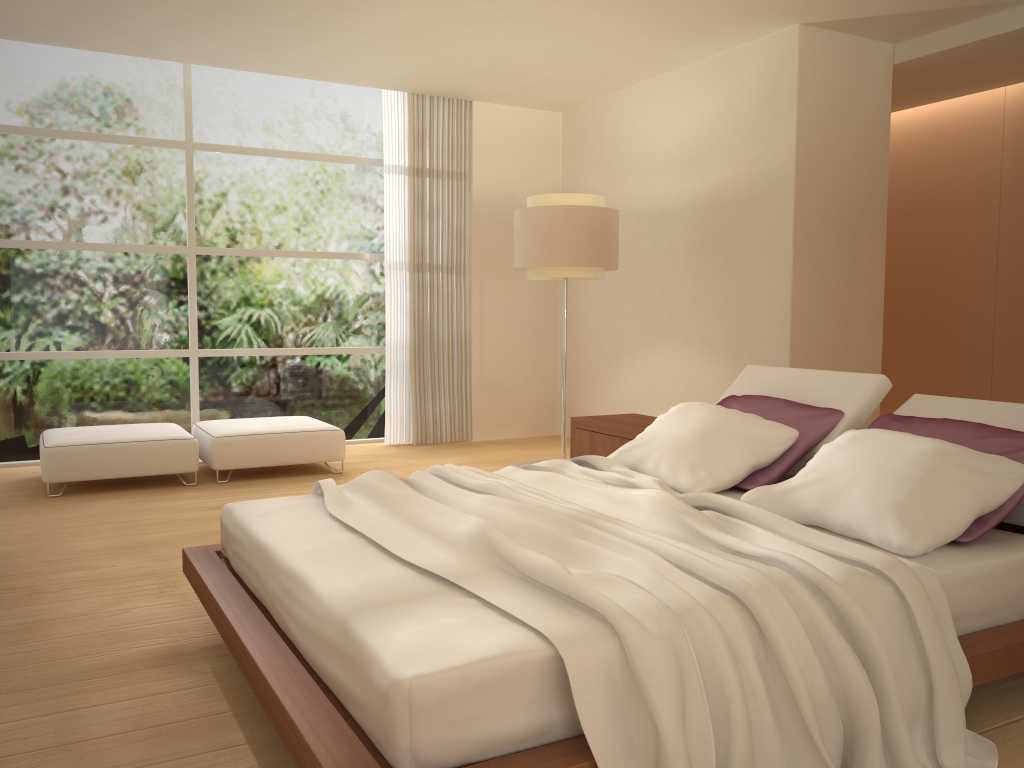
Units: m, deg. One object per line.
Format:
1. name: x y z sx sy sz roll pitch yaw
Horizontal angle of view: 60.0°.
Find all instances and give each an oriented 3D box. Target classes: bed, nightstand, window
1. bed: 0.360 0.654 3.087 2.535 0.570 2.599 -2 5 -28
2. nightstand: 1.581 0.617 3.809 0.493 0.539 4.220 -2 5 -28
3. window: -2.635 -1.096 7.277 4.781 3.371 0.071 -2 5 -28

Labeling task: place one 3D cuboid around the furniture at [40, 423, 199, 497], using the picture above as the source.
1. furniture: -2.769 0.502 6.229 0.965 0.346 0.964 -2 5 -28

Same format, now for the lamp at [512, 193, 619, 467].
1. lamp: 0.392 -0.345 6.539 0.817 2.018 0.817 1 5 14

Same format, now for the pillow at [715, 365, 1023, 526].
1. pillow: 1.530 0.194 3.750 0.461 0.457 1.779 -2 5 -29

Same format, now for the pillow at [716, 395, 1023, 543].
1. pillow: 1.246 0.278 3.591 0.575 0.369 1.683 -2 5 -28

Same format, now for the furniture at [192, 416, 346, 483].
1. furniture: -1.858 0.467 6.721 0.965 0.346 0.964 -2 5 -28

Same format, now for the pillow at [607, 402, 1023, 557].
1. pillow: 1.011 0.301 3.458 0.561 0.339 1.720 -2 5 -28

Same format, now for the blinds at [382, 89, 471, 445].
1. blinds: -0.747 -1.131 7.947 0.814 3.351 0.202 -2 5 -29
